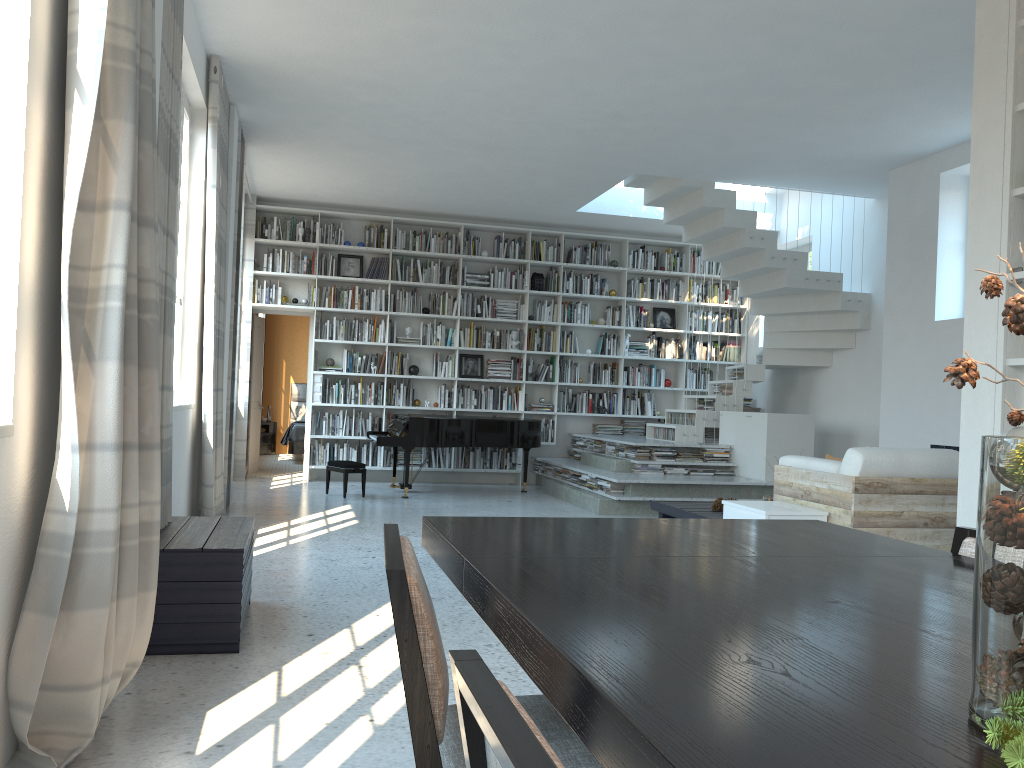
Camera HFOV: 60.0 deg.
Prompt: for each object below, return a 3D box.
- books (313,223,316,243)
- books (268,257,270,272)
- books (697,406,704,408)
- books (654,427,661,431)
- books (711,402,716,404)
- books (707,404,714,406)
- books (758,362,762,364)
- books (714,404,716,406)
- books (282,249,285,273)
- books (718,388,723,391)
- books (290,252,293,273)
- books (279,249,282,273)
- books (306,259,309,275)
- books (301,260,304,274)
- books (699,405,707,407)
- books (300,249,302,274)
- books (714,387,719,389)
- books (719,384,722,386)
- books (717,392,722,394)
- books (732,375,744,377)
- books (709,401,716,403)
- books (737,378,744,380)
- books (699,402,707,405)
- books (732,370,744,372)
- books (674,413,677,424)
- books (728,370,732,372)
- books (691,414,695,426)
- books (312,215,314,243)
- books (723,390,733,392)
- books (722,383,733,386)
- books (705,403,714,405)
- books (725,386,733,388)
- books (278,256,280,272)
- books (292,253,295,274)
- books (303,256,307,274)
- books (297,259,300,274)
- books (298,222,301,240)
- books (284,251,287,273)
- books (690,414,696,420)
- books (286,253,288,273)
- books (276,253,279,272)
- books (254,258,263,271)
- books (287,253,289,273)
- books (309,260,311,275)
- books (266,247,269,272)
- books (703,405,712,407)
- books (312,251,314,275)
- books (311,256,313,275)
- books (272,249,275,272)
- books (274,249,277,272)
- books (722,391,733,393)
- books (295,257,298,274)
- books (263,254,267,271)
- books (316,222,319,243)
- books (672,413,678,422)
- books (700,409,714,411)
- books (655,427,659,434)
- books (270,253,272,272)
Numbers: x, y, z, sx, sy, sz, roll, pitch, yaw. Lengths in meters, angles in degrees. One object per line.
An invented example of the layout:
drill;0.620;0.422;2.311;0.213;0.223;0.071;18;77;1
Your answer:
books;-2.310;-1.747;10.383;0.025;0.259;0.138;2;-1;-14
books;-2.815;-1.368;10.276;0.024;0.192;0.138;2;-1;-14
books;2.300;0.275;10.479;0.159;0.012;0.225;2;-1;-6
books;1.737;0.575;10.461;0.125;0.125;0.008;3;0;-14
books;2.341;0.216;9.973;0.168;0.014;0.212;2;-1;6
books;2.363;0.247;10.264;0.149;0.013;0.219;3;-1;-8
books;3.065;-0.248;10.622;0.169;0.010;0.282;2;-1;1
books;2.352;0.238;9.972;0.141;0.028;0.222;2;-1;5
books;-2.655;-1.411;10.299;0.037;0.292;0.155;2;-1;-14
books;2.500;0.065;10.216;0.178;0.035;0.222;3;-1;-9
books;-2.567;-1.392;10.310;0.025;0.261;0.167;2;-1;-14
books;-2.678;-1.409;10.273;0.021;0.286;0.179;2;-1;-14
books;-2.393;-1.351;10.376;0.029;0.196;0.146;2;-1;-14
books;-2.449;-1.347;10.356;0.031;0.182;0.151;2;-1;-14
books;2.314;0.262;10.482;0.145;0.015;0.166;3;-1;-19
books;-2.464;-1.408;10.336;0.012;0.303;0.189;2;-1;-14
books;2.515;0.049;10.512;0.149;0.017;0.239;3;-1;-16
books;2.500;0.014;10.230;0.166;0.017;0.190;3;-1;-11
books;2.496;0.107;10.228;0.200;0.014;0.177;3;-1;-9
books;2.660;-0.086;10.230;0.191;0.014;0.244;2;-1;-1
books;2.376;0.212;10.267;0.133;0.017;0.178;3;-1;-10
books;2.689;-0.058;10.232;0.130;0.014;0.249;2;-1;-1
books;2.315;0.233;10.482;0.140;0.022;0.181;3;-1;-20
books;2.667;-0.149;10.231;0.191;0.013;0.243;2;-1;-3
books;1.942;0.406;10.273;0.125;0.125;0.007;3;0;-14
books;2.692;-0.151;10.528;0.190;0.015;0.230;2;-1;0
books;2.049;0.402;9.832;0.125;0.125;0.011;3;0;-14
books;-2.326;-1.786;10.372;0.014;0.337;0.168;2;-1;-14
books;2.481;0.081;9.966;0.214;0.014;0.138;2;-1;14
books;2.487;0.009;9.976;0.233;0.025;0.157;2;-1;24
books;2.350;0.234;10.261;0.189;0.012;0.155;3;-1;-11
books;2.489;0.034;9.983;0.184;0.016;0.179;2;-1;15
books;-2.699;-1.371;10.284;0.010;0.208;0.165;2;-1;-14
books;-2.540;-1.385;10.316;0.030;0.251;0.165;2;-1;-14
books;-2.414;-1.369;10.342;0.029;0.229;0.191;2;-1;-14
books;-2.492;-1.356;10.355;0.029;0.197;0.144;2;-1;-14
books;-2.477;-1.746;10.330;0.025;0.243;0.167;2;-1;-14
books;-2.629;-1.398;10.297;0.013;0.268;0.162;2;-1;-14
books;2.041;0.402;9.864;0.125;0.125;0.008;3;0;-14
books;-2.617;-1.388;10.299;0.012;0.249;0.192;2;-1;-14
books;-2.717;-1.387;10.290;0.024;0.239;0.155;2;-1;-14
books;-2.929;-1.365;10.244;0.121;0.176;0.129;2;-1;-14
books;-2.601;-1.385;10.303;0.021;0.244;0.173;2;-1;-14
books;-2.363;-1.346;10.369;0.026;0.188;0.154;2;-1;-14
books;-2.827;-1.421;10.261;0.011;0.296;0.162;2;-1;-14
books;2.350;0.260;10.261;0.184;0.014;0.225;3;-1;-16
books;-2.329;-1.397;10.379;0.014;0.294;0.173;2;-1;-14
books;-2.346;-1.368;10.387;0.014;0.236;0.144;2;-1;-14
books;-2.761;-1.411;10.257;0.023;0.282;0.186;2;-1;-14
books;-2.742;-1.413;10.285;0.028;0.288;0.132;2;-1;-14
books;2.485;0.094;9.979;0.221;0.011;0.180;2;-1;18
books;-2.517;-1.365;10.340;0.028;0.212;0.138;2;-1;-14
books;-2.850;-1.382;10.252;0.034;0.218;0.166;2;-1;-14
books;-2.277;-1.742;10.353;0.024;0.252;0.235;2;-1;-14
books;1.928;0.406;10.333;0.125;0.125;0.009;3;0;-14
books;2.327;0.304;10.485;0.130;0.014;0.188;3;-1;-14
books;1.745;0.575;10.429;0.125;0.125;0.007;3;0;-14
books;-2.785;-1.385;10.256;0.023;0.228;0.171;2;-1;-14
